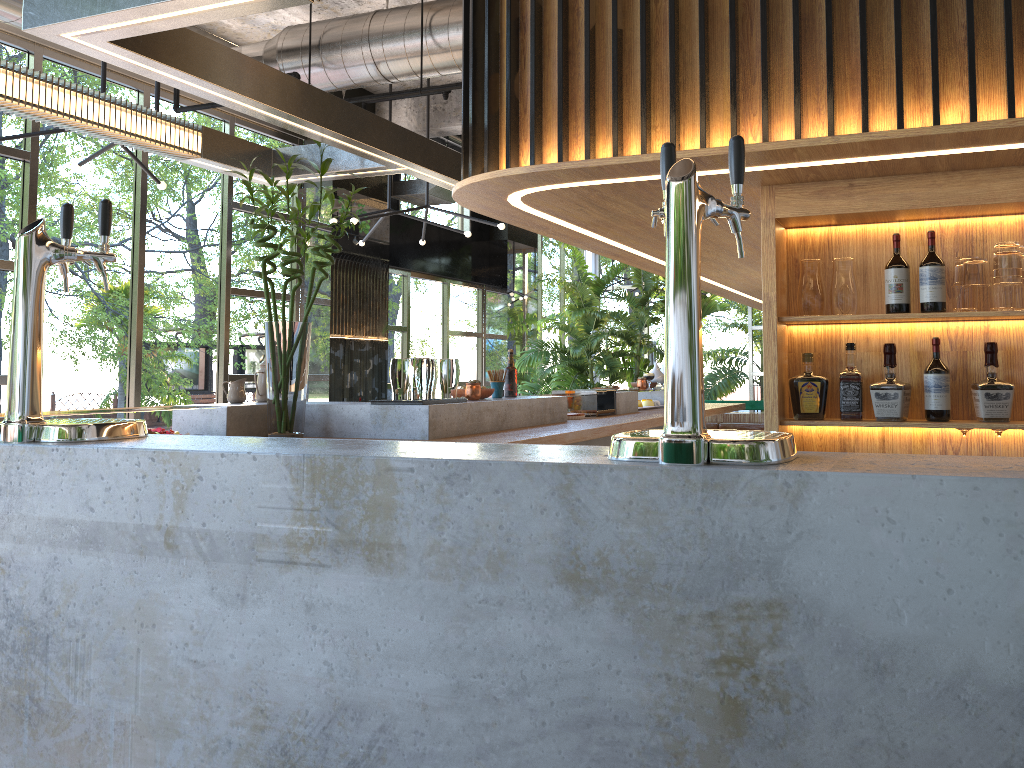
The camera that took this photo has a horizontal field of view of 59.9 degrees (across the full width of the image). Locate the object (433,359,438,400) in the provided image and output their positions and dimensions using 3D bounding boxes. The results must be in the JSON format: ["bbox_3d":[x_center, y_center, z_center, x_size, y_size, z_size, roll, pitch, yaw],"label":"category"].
[{"bbox_3d":[-0.408,-0.016,4.275,0.109,0.210,0.101,1,-3,-21],"label":"object"}]

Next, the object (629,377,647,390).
[{"bbox_3d":[1.005,-0.006,7.084,0.159,0.107,0.087,0,-2,-21],"label":"object"}]

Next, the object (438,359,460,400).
[{"bbox_3d":[-0.301,-0.016,4.240,0.109,0.210,0.101,1,-3,-21],"label":"object"}]

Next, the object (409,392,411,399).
[{"bbox_3d":[-0.506,0.132,4.490,0.071,0.211,0.069,1,-3,-9],"label":"object"}]

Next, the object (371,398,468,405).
[{"bbox_3d":[-0.428,0.081,4.148,0.263,0.019,0.451,0,1,25],"label":"object"}]

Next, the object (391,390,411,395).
[{"bbox_3d":[-0.546,0.130,4.426,0.171,0.215,0.067,2,-4,-41],"label":"object"}]

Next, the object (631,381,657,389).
[{"bbox_3d":[1.116,0.006,7.449,0.185,0.073,0.236,0,0,44],"label":"object"}]

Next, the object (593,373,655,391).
[{"bbox_3d":[0.859,-0.017,6.860,0.202,0.135,0.833,-1,0,31],"label":"object"}]

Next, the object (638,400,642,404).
[{"bbox_3d":[0.981,0.161,7.025,0.131,0.068,0.138,0,0,26],"label":"object"}]

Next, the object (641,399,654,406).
[{"bbox_3d":[1.099,0.158,7.241,0.131,0.068,0.137,0,0,24],"label":"object"}]

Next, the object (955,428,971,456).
[{"bbox_3d":[1.567,0.273,3.070,0.097,0.246,0.088,3,-4,-38],"label":"object"}]

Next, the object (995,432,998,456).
[{"bbox_3d":[1.718,0.271,3.139,0.093,0.246,0.091,0,-3,-4],"label":"object"}]

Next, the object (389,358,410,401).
[{"bbox_3d":[-0.507,-0.013,4.060,0.109,0.210,0.101,1,-3,-21],"label":"object"}]

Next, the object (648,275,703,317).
[{"bbox_3d":[1.427,-0.586,7.613,0.608,1.555,0.644,2,-4,-27],"label":"object"}]

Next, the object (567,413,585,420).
[{"bbox_3d":[0.314,0.202,5.607,0.313,0.037,0.285,-1,1,-38],"label":"object"}]

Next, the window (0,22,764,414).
[{"bbox_3d":[-1.283,-1.989,6.837,4.004,6.512,21.001,-1,0,26],"label":"window"}]

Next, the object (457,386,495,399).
[{"bbox_3d":[-0.193,0.044,4.720,0.185,0.073,0.236,0,0,44],"label":"object"}]

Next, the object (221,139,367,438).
[{"bbox_3d":[-0.976,-0.532,4.020,0.647,1.555,0.606,-2,-4,29],"label":"object"}]

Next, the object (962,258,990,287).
[{"bbox_3d":[0.226,-0.158,1.484,0.100,0.503,4.338,-3,-1,41],"label":"object"}]

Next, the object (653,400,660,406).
[{"bbox_3d":[1.159,0.161,7.307,0.138,0.057,0.069,0,-1,42],"label":"object"}]

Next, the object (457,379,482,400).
[{"bbox_3d":[-0.231,0.030,4.505,0.159,0.107,0.087,0,-2,-21],"label":"object"}]

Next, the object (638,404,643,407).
[{"bbox_3d":[0.937,0.167,6.956,0.170,0.058,0.086,0,-1,20],"label":"object"}]

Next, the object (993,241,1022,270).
[{"bbox_3d":[1.693,-0.437,3.036,0.085,0.092,0.092,-1,-2,27],"label":"object"}]

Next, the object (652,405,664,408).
[{"bbox_3d":[1.099,0.185,7.252,0.236,0.017,0.251,0,1,22],"label":"object"}]

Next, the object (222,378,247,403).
[{"bbox_3d":[-1.333,0.033,4.289,0.096,0.120,0.090,-1,-3,33],"label":"object"}]

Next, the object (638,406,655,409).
[{"bbox_3d":[0.980,0.188,7.011,0.236,0.017,0.252,0,1,25],"label":"object"}]

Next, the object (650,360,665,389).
[{"bbox_3d":[1.284,-0.158,7.661,0.325,0.399,0.309,1,-2,-17],"label":"object"}]

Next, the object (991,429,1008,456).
[{"bbox_3d":[1.666,0.273,3.030,0.097,0.246,0.088,3,-4,-38],"label":"object"}]

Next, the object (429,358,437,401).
[{"bbox_3d":[-0.405,-0.014,4.140,0.110,0.210,0.100,2,-3,-31],"label":"object"}]

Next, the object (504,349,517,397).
[{"bbox_3d":[-0.008,-0.062,5.123,0.078,0.277,0.071,2,-4,-30],"label":"object"}]

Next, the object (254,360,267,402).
[{"bbox_3d":[-1.225,-0.027,4.471,0.120,0.235,0.211,0,-2,-6],"label":"object"}]

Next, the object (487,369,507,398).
[{"bbox_3d":[-0.087,-0.003,4.965,0.107,0.162,0.103,1,-3,-31],"label":"object"}]

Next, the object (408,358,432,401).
[{"bbox_3d":[-0.415,-0.013,4.011,0.109,0.210,0.101,1,-3,-21],"label":"object"}]
